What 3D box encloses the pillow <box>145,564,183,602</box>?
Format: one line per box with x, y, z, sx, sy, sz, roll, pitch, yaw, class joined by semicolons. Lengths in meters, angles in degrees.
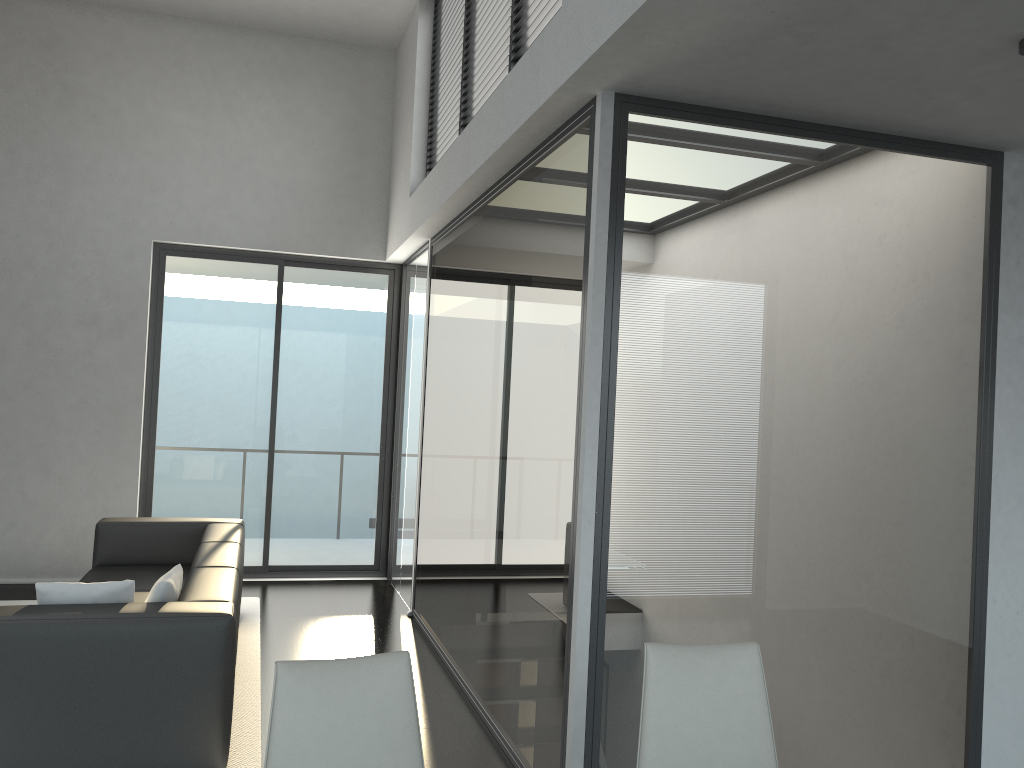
-1.538;0.996;3.855;0.169;0.361;0.376;3;-1;-14;pillow

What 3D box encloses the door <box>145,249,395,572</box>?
-1.990;0.260;7.394;1.900;2.600;0.050;3;-1;-16;door

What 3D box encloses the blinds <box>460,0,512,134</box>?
-0.122;-2.096;4.876;0.048;1.372;1.076;3;-1;-16;blinds

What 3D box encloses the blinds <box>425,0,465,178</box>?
-0.431;-2.091;5.953;0.048;1.372;1.076;3;-1;-16;blinds

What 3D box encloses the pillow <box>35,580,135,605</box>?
-1.769;0.983;3.685;0.376;0.358;0.186;3;-1;-15;pillow

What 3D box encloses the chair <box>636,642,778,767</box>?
0.523;1.146;2.015;0.471;0.959;0.612;3;-1;-11;chair

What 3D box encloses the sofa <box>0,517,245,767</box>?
-1.941;1.217;4.728;0.943;0.652;2.781;3;-1;-16;sofa

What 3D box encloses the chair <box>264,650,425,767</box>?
-0.284;1.103;1.770;0.471;0.959;0.612;3;-1;-26;chair

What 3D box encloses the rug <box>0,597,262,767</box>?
-2.281;1.542;4.616;1.875;0.009;3.695;3;-1;-16;rug

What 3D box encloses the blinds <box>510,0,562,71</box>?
0.187;-2.102;3.800;0.048;1.372;1.076;3;-1;-16;blinds
